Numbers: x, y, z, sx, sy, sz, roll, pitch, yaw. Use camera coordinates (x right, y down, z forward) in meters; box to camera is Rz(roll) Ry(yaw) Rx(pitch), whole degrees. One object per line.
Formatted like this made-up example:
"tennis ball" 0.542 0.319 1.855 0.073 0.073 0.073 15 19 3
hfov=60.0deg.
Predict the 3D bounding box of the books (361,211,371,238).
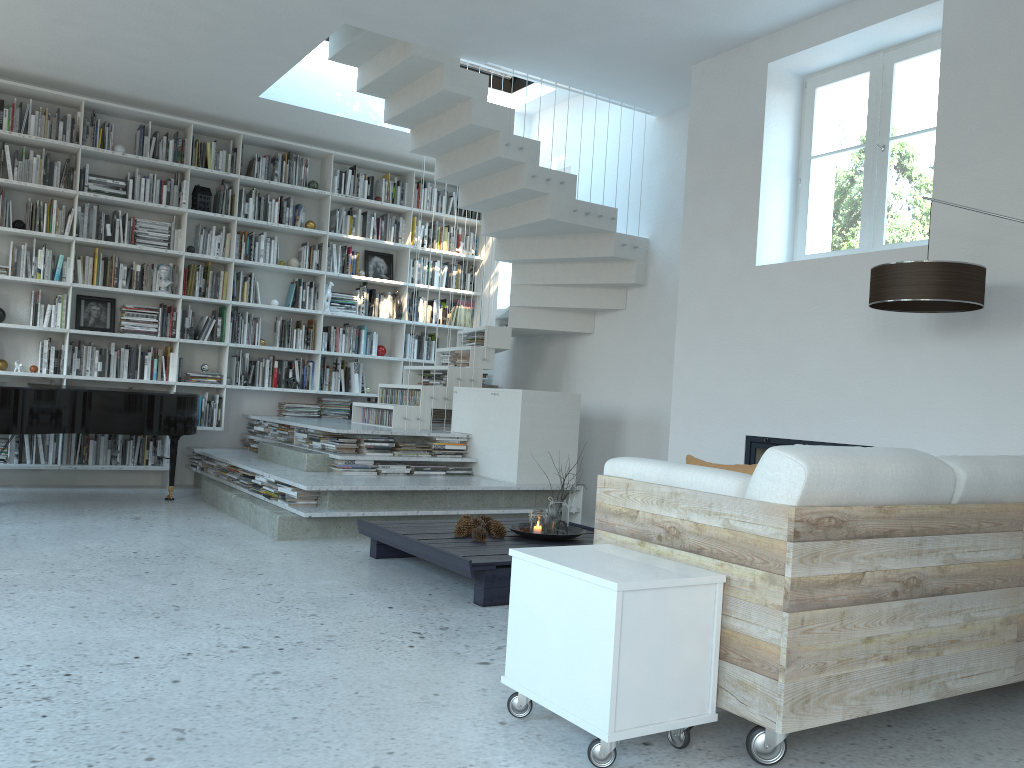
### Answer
"books" -1.435 -1.515 8.539 0.032 0.265 0.245 4 -1 -33

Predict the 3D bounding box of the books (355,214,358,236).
"books" -1.536 -1.506 8.550 0.024 0.236 0.146 4 -1 -33

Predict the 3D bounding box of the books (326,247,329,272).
"books" -1.781 -1.165 8.413 0.030 0.253 0.128 4 -1 -33

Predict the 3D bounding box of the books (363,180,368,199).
"books" -1.447 -1.851 8.563 0.024 0.202 0.190 4 -1 -33

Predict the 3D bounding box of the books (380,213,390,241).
"books" -1.253 -1.515 8.695 0.022 0.294 0.180 4 -1 -33

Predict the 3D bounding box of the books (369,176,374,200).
"books" -1.393 -1.875 8.609 0.030 0.257 0.164 4 -1 -33

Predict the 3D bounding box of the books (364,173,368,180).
"books" -1.444 -1.889 8.595 0.012 0.279 0.153 4 -1 -33

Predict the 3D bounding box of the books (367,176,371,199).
"books" -1.418 -1.875 8.609 0.012 0.254 0.161 4 -1 -33

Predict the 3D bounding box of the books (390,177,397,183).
"books" -1.180 -1.879 8.758 0.020 0.299 0.131 4 -1 -33

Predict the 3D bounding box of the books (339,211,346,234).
"books" -1.632 -1.521 8.483 0.026 0.250 0.130 4 -1 -33

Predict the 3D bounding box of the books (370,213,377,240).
"books" -1.363 -1.517 8.651 0.048 0.283 0.162 4 -1 -33

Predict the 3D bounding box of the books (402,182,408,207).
"books" -1.084 -1.855 8.805 0.026 0.263 0.163 4 -1 -33

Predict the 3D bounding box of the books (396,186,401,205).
"books" -1.155 -1.833 8.758 0.029 0.210 0.169 4 -1 -33

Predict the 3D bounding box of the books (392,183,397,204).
"books" -1.187 -1.848 8.731 0.018 0.235 0.186 4 -1 -33

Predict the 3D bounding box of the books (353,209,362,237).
"books" -1.502 -1.530 8.546 0.026 0.288 0.156 4 -1 -33

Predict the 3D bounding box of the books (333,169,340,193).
"books" -1.685 -1.893 8.416 0.025 0.250 0.178 4 -1 -33

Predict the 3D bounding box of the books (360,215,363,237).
"books" -1.487 -1.504 8.567 0.025 0.238 0.142 4 -1 -33

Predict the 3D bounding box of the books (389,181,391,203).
"books" -1.225 -1.858 8.714 0.031 0.248 0.164 4 -1 -33

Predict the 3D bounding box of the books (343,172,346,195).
"books" -1.632 -1.888 8.475 0.027 0.249 0.140 4 -1 -33

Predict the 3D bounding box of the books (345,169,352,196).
"books" -1.590 -1.900 8.481 0.048 0.278 0.150 4 -1 -33

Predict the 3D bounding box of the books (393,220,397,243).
"books" -1.187 -1.483 8.750 0.030 0.241 0.162 4 -1 -33

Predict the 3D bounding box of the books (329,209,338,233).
"books" -1.698 -1.528 8.433 0.012 0.254 0.161 4 -1 -33

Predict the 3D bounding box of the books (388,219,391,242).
"books" -1.235 -1.490 8.721 0.011 0.249 0.152 4 -1 -33

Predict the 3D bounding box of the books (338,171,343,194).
"books" -1.661 -1.887 8.426 0.026 0.242 0.184 4 -1 -33

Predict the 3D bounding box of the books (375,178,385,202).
"books" -1.293 -1.867 8.661 0.019 0.256 0.169 4 -1 -33

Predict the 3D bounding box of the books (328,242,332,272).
"books" -1.754 -1.187 8.414 0.015 0.301 0.140 4 -1 -33

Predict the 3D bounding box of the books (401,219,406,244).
"books" -1.111 -1.489 8.803 0.031 0.265 0.169 4 -1 -33

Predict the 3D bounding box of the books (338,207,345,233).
"books" -1.658 -1.539 8.455 0.052 0.282 0.166 4 -1 -33

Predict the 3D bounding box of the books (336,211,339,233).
"books" -1.687 -1.518 8.438 0.013 0.236 0.141 4 -1 -33

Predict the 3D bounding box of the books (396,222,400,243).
"books" -1.159 -1.477 8.780 0.022 0.234 0.158 4 -1 -33

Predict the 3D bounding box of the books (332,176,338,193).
"books" -1.701 -1.861 8.394 0.022 0.182 0.189 4 -1 -33

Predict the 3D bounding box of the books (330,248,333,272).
"books" -1.740 -1.160 8.413 0.011 0.248 0.155 4 -1 -33

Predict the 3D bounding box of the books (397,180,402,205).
"books" -1.140 -1.866 8.788 0.025 0.279 0.136 4 -1 -33

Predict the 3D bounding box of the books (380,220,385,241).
"books" -1.300 -1.480 8.673 0.031 0.217 0.165 4 -1 -33

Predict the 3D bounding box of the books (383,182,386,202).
"books" -1.284 -1.848 8.671 0.008 0.220 0.182 4 -1 -33

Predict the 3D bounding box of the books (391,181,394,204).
"books" -1.212 -1.861 8.739 0.017 0.257 0.146 4 -1 -33

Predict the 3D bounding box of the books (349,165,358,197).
"books" -1.532 -1.923 8.507 0.014 0.332 0.180 4 -1 -33

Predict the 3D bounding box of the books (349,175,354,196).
"books" -1.560 -1.874 8.504 0.030 0.231 0.148 4 -1 -33

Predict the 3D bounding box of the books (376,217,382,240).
"books" -1.325 -1.493 8.648 0.014 0.240 0.189 4 -1 -33

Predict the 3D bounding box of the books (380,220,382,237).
"books" -1.324 -1.481 8.670 0.013 0.216 0.177 4 -1 -33

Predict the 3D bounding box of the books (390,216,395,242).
"books" -1.210 -1.500 8.726 0.036 0.272 0.177 4 -1 -33

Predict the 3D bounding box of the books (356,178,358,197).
"books" -1.530 -1.866 8.538 0.030 0.220 0.133 4 -1 -33

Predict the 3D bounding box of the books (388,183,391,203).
"books" -1.236 -1.847 8.698 0.007 0.226 0.170 4 -1 -33

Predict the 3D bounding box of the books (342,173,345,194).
"books" -1.645 -1.880 8.447 0.024 0.231 0.168 4 -1 -33

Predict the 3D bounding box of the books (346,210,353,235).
"books" -1.578 -1.522 8.495 0.026 0.261 0.167 4 -1 -33

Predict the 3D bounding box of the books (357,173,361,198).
"books" -1.500 -1.885 8.533 0.014 0.262 0.168 4 -1 -33

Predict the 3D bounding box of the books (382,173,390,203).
"books" -1.243 -1.895 8.701 0.007 0.321 0.165 4 -1 -33

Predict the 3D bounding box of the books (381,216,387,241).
"books" -1.281 -1.501 8.695 0.023 0.264 0.156 4 -1 -33

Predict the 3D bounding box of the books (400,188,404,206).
"books" -1.121 -1.831 8.808 0.031 0.211 0.131 4 -1 -33

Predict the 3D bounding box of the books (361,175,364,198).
"books" -1.472 -1.879 8.563 0.021 0.254 0.151 4 -1 -33

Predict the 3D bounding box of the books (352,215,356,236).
"books" -1.551 -1.502 8.523 0.030 0.224 0.158 4 -1 -33

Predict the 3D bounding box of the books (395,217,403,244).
"books" -1.135 -1.500 8.789 0.026 0.284 0.147 4 -1 -33

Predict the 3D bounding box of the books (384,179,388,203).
"books" -1.270 -1.863 8.686 0.016 0.252 0.189 4 -1 -33

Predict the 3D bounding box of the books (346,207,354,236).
"books" -1.566 -1.539 8.513 0.011 0.296 0.162 4 -1 -33

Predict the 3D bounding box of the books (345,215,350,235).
"books" -1.599 -1.497 8.478 0.025 0.207 0.175 4 -1 -33

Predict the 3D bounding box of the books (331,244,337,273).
"books" -1.709 -1.178 8.439 0.065 0.289 0.145 4 -1 -33

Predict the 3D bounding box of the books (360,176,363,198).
"books" -1.486 -1.871 8.544 0.022 0.236 0.172 4 -1 -33

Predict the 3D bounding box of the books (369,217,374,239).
"books" -1.396 -1.493 8.598 0.030 0.230 0.187 4 -1 -33
